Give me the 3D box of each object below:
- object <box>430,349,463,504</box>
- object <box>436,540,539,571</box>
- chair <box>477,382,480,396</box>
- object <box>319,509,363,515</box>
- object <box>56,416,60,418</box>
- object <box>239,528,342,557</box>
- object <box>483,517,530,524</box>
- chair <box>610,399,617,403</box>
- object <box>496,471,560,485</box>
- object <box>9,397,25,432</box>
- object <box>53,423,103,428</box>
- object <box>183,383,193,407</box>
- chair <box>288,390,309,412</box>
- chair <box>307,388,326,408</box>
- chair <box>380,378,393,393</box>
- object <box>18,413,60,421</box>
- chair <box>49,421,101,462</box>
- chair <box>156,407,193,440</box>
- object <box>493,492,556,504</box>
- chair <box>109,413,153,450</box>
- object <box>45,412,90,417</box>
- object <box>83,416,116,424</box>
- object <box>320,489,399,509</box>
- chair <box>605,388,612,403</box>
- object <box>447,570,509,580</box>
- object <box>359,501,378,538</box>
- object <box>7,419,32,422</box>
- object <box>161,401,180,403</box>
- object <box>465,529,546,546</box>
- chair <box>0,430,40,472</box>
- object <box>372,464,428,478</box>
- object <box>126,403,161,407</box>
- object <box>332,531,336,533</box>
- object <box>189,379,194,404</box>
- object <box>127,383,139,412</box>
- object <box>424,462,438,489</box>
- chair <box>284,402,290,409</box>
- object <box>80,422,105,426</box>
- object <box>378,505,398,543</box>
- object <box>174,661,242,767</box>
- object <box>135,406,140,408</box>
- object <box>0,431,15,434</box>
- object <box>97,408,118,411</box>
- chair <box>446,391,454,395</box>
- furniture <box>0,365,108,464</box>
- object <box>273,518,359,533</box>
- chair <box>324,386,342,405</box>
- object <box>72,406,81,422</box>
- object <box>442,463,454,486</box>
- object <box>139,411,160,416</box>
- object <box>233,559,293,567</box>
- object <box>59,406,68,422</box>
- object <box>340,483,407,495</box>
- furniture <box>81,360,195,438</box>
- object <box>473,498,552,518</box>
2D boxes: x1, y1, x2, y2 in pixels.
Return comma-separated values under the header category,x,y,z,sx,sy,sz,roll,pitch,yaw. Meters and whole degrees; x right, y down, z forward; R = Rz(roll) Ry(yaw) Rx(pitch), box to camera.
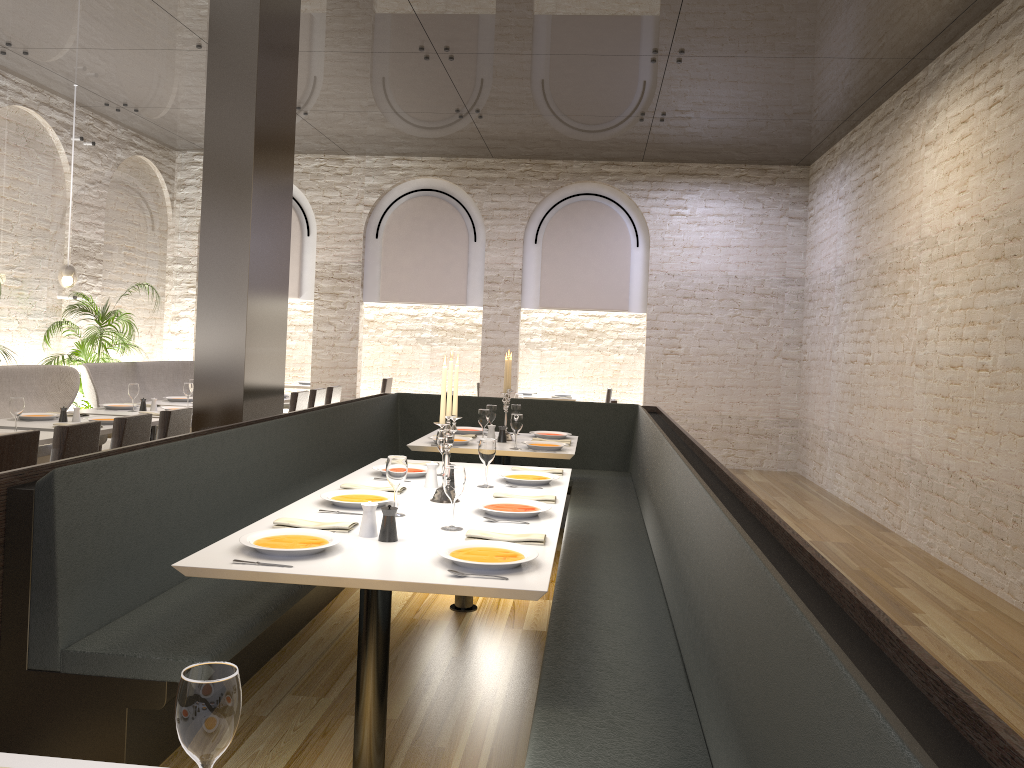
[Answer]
category,x,y,z,sx,sy,sz,roll,pitch,yaw
object,-0.275,0.176,3.825,0.131,0.657,0.390,3,1,16
object,-0.078,0.544,2.783,0.321,0.036,0.322,2,3,-19
chair,-0.217,0.440,12.359,0.566,0.906,0.412,3,1,5
object,-0.661,0.499,3.450,0.185,0.010,0.017,3,2,5
object,-3.423,0.240,6.584,0.181,0.015,0.038,3,2,7
object,-0.709,0.514,2.845,0.321,0.036,0.322,3,2,3
object,-0.023,0.526,3.412,0.181,0.015,0.038,3,2,7
chair,0.835,0.608,9.556,0.566,0.906,0.412,3,1,5
object,0.080,0.477,4.454,0.322,0.036,0.322,3,2,1
object,-3.052,0.198,5.455,0.086,0.231,0.086,2,1,-43
object,-2.937,0.286,5.997,0.273,0.033,0.143,3,2,5
object,-2.835,0.107,7.752,0.086,0.231,0.086,3,1,35
chair,-2.321,0.511,8.665,0.566,0.906,0.412,3,1,5
chair,-2.269,0.489,9.224,0.566,0.906,0.412,3,1,5
chair,-2.011,0.355,12.528,0.566,0.906,0.412,3,1,5
object,-3.436,0.239,6.407,0.321,0.036,0.322,2,3,-17
chair,-2.671,0.659,4.965,0.566,0.906,0.412,3,1,5
chair,-2.562,0.613,6.120,0.566,0.906,0.412,3,1,5
object,0.058,0.505,3.946,0.273,0.033,0.143,3,2,5
chair,-2.615,0.635,5.554,0.566,0.906,0.412,3,1,5
object,-3.386,0.233,6.746,0.273,0.033,0.143,3,2,5
object,-2.901,0.264,6.354,0.321,0.036,0.322,2,3,-17
object,-0.631,0.481,3.668,0.322,0.036,0.322,4,3,25
chair,1.088,0.501,12.235,0.566,0.906,0.412,3,1,5
object,-0.100,0.559,2.592,0.181,0.015,0.038,3,2,7
object,-0.497,0.470,3.081,0.069,0.126,0.069,3,1,28
object,-3.458,0.256,6.225,0.185,0.010,0.017,3,2,5
object,-3.249,0.168,8.436,0.185,0.010,0.017,3,2,5
object,-0.019,0.538,3.126,0.273,0.033,0.143,3,2,5
chair,-2.724,0.681,4.403,0.566,0.906,0.412,3,1,5
object,-0.551,0.447,4.515,0.322,0.036,0.322,3,2,1
object,-3.281,0.189,7.859,0.273,0.033,0.143,3,2,5
object,-0.697,0.512,3.059,0.181,0.015,0.038,3,2,7
object,-3.028,0.069,8.416,0.086,0.231,0.086,3,1,35
object,-3.131,0.113,7.324,0.086,0.231,0.086,3,1,35
object,-0.377,0.428,4.162,0.069,0.126,0.069,2,1,-1
chair,-3.316,0.293,12.651,0.566,0.906,0.412,3,1,5
object,-2.924,0.279,6.173,0.181,0.015,0.038,3,2,7
object,-0.421,0.476,3.024,0.069,0.126,0.069,3,1,37
object,-0.410,0.500,1.190,0.086,0.231,0.086,3,0,17
object,-3.318,0.195,7.697,0.181,0.015,0.038,3,2,7
object,-3.011,0.311,5.189,0.321,0.036,0.322,2,3,-17
object,-3.353,0.212,7.338,0.185,0.010,0.017,3,2,5
chair,-0.470,0.546,9.679,0.566,0.906,0.412,3,1,5
furniture,-3.997,0.473,5.705,0.709,1.097,4.478,3,2,5
object,-0.703,0.506,3.191,0.273,0.033,0.143,3,2,5
chair,-2.214,0.466,9.798,0.566,0.906,0.412,3,1,5
object,-3.123,0.216,6.355,0.059,0.109,0.059,2,1,-3
object,-0.296,0.432,4.151,0.069,0.126,0.069,2,1,-1
object,-2.832,0.241,7.110,0.273,0.033,0.143,3,2,5
object,-0.738,0.532,2.630,0.185,0.010,0.017,3,2,5
object,-3.197,0.214,6.317,0.059,0.109,0.059,2,1,-3
object,-0.626,0.473,4.010,0.273,0.033,0.143,3,2,5
furniture,-3.650,0.327,9.365,0.707,1.097,2.586,3,2,5
object,0.000,0.511,3.607,0.322,0.036,0.322,4,3,25
